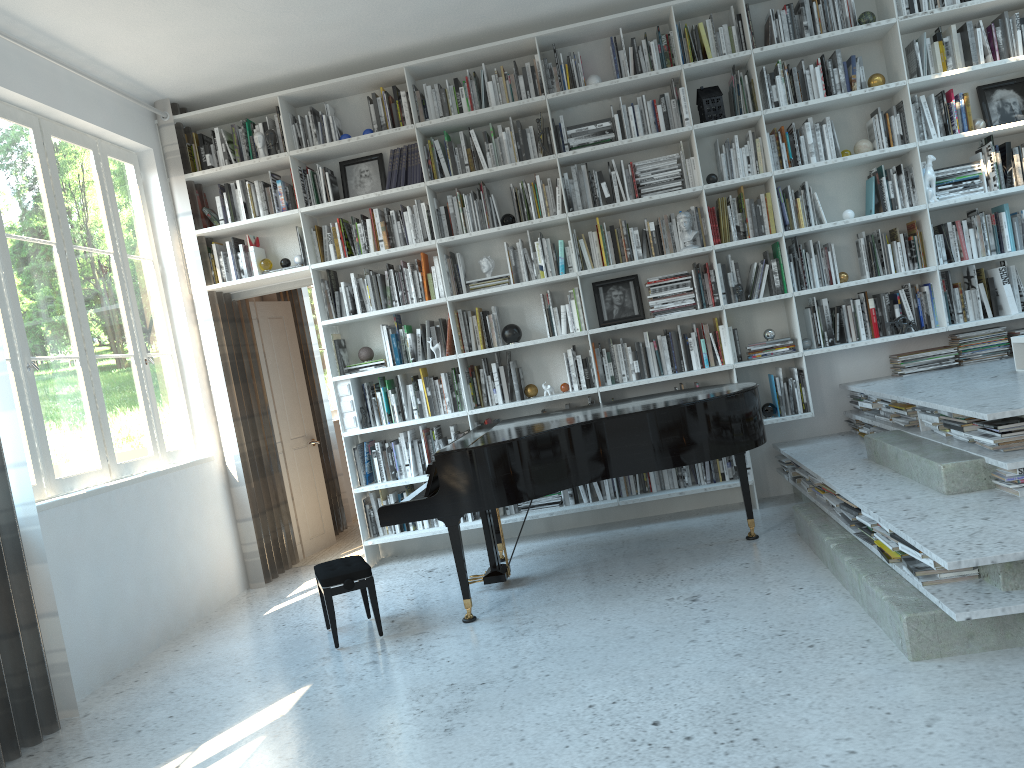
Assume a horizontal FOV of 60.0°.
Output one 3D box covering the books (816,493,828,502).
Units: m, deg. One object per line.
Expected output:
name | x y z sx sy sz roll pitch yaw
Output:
books | 1.682 0.575 4.600 0.157 0.014 0.180 -10 2 4

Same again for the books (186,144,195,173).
books | -2.124 -1.479 5.952 0.014 0.219 0.188 -10 2 7

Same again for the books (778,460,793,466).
books | 1.769 0.474 5.504 0.188 0.009 0.211 -10 2 6

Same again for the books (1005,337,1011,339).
books | 3.228 -0.311 5.406 0.368 0.007 0.205 -10 2 6

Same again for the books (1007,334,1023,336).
books | 3.225 -0.327 5.402 0.328 0.008 0.207 -10 2 9

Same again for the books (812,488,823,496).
books | 1.674 0.555 4.600 0.159 0.012 0.292 -10 2 4

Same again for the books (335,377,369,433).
books | -1.055 0.134 5.900 0.106 0.340 0.306 -10 2 7

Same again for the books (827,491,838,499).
books | 1.630 0.516 4.290 0.169 0.009 0.241 -10 2 7

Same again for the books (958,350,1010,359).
books | 2.878 -0.182 5.446 0.285 0.007 0.159 -10 2 12

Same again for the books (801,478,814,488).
books | 1.710 0.535 4.908 0.172 0.014 0.220 -10 2 8

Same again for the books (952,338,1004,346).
books | 2.861 -0.260 5.453 0.254 0.006 0.160 -10 2 6

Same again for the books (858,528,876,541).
books | 1.565 0.614 3.683 0.171 0.005 0.297 -10 2 6

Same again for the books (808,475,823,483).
books | 1.655 0.475 4.597 0.171 0.015 0.252 -10 2 4

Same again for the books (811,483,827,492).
books | 1.668 0.524 4.598 0.159 0.011 0.246 -10 2 3

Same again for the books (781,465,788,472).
books | 1.775 0.510 5.505 0.179 0.012 0.261 -10 2 10

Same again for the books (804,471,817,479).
books | 1.639 0.456 4.598 0.193 0.005 0.224 -10 2 3

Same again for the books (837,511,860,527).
books | 1.587 0.594 3.988 0.189 0.009 0.290 -10 2 10

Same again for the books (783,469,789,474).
books | 1.789 0.530 5.505 0.171 0.016 0.241 -10 2 7

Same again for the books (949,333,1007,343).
books | 2.857 -0.280 5.445 0.285 0.005 0.159 -10 2 3

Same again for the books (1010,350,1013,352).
books | 3.244 -0.230 5.410 0.368 0.007 0.205 -10 2 8

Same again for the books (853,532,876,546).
books | 1.552 0.630 3.686 0.193 0.005 0.224 -10 2 3

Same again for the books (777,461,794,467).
books | 1.769 0.485 5.504 0.177 0.012 0.278 -10 2 3

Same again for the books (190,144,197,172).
books | -2.104 -1.488 5.971 0.024 0.228 0.129 -10 2 7

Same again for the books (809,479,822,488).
books | 1.659 0.503 4.598 0.169 0.009 0.241 -10 2 3

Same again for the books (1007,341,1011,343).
books | 3.232 -0.289 5.401 0.368 0.007 0.205 -10 2 10

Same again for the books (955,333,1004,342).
books | 2.859 -0.286 5.445 0.254 0.006 0.160 -10 2 11

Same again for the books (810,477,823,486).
books | 1.650 0.492 4.598 0.182 0.016 0.198 -10 2 12

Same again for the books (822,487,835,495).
books | 1.620 0.506 4.290 0.165 0.014 0.235 -10 2 2

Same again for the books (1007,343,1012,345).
books | 3.235 -0.274 5.408 0.368 0.007 0.205 -10 2 8

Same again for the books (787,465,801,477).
books | 1.729 0.500 5.214 0.191 0.028 0.212 -10 2 11

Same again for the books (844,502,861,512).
books | 1.598 0.533 3.982 0.142 0.017 0.239 -10 2 3

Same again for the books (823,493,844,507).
books | 1.627 0.550 4.292 0.182 0.013 0.287 -10 2 8

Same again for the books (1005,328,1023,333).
books | 3.221 -0.349 5.402 0.368 0.007 0.205 -10 2 9

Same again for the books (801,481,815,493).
books | 1.707 0.556 4.910 0.177 0.026 0.230 -10 2 10

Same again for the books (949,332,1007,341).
books | 2.858 -0.292 5.446 0.285 0.005 0.159 -10 2 4

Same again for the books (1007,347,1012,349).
books | 3.239 -0.252 5.403 0.368 0.007 0.205 -10 2 4

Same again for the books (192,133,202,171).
books | -2.071 -1.523 5.946 0.014 0.286 0.175 -10 2 7

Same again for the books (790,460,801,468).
books | 1.740 0.461 5.210 0.160 0.009 0.291 -10 2 9

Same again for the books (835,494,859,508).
books | 1.581 0.512 3.983 0.170 0.014 0.280 -10 2 4

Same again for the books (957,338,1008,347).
books | 2.862 -0.254 5.451 0.285 0.005 0.159 -10 2 5

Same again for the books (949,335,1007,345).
books | 2.859 -0.270 5.452 0.285 0.005 0.159 -10 2 6

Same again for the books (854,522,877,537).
books | 1.551 0.590 3.683 0.189 0.013 0.215 -10 2 5

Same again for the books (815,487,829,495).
books | 1.677 0.543 4.598 0.165 0.012 0.204 -10 2 7

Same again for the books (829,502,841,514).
books | 1.636 0.587 4.294 0.161 0.008 0.254 -10 2 12

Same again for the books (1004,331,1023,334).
books | 3.221 -0.342 5.393 0.368 0.007 0.205 -10 2 2

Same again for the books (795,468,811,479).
books | 1.693 0.483 4.907 0.180 0.015 0.294 -10 2 5

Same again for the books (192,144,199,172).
books | -2.082 -1.489 5.959 0.023 0.223 0.150 -10 2 7

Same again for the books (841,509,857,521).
books | 1.593 0.574 3.986 0.177 0.011 0.220 -10 2 9

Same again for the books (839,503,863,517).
books | 1.591 0.556 3.985 0.160 0.025 0.243 -10 2 2

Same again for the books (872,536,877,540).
books | 1.558 0.599 3.683 0.180 0.008 0.267 -10 2 6

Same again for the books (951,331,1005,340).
books | 2.857 -0.297 5.442 0.254 0.006 0.160 -10 2 2

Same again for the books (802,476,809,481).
books | 1.699 0.500 4.907 0.171 0.020 0.193 -10 2 11

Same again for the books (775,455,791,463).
books | 1.757 0.452 5.504 0.191 0.013 0.243 -10 2 3

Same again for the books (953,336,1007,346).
books | 2.860 -0.265 5.453 0.285 0.005 0.159 -10 2 8

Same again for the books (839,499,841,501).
books | 1.636 0.524 4.290 0.155 0.009 0.297 -10 2 8

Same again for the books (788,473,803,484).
books | 1.745 0.539 5.215 0.189 0.030 0.237 -10 2 7

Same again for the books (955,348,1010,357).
books | 2.876 -0.196 5.453 0.285 0.007 0.159 -10 2 9

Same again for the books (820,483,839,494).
books | 1.614 0.494 4.290 0.179 0.012 0.249 -10 2 4

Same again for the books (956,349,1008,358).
books | 2.877 -0.189 5.449 0.254 0.007 0.160 -10 2 3
